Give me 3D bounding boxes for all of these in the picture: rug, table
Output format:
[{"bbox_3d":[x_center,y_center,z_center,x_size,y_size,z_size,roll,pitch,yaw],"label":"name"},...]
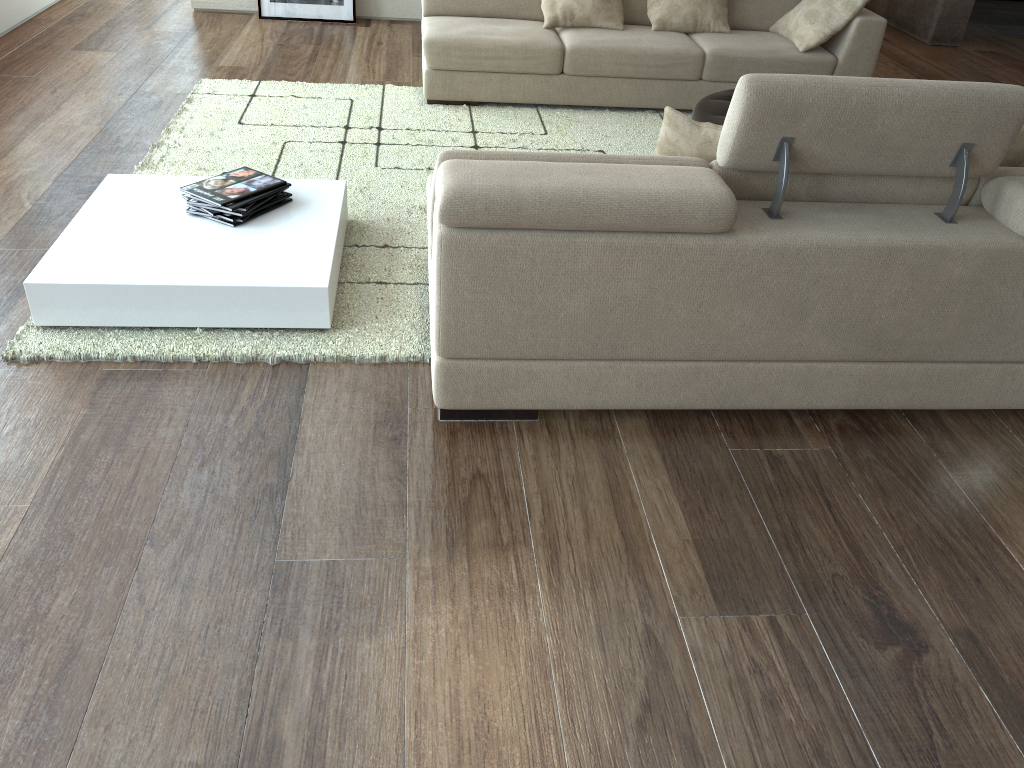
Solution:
[{"bbox_3d":[0.455,-0.904,4.099,4.231,0.020,2.972,0,34,-6],"label":"rug"},{"bbox_3d":[-1.064,-0.483,3.122,0.900,0.170,0.900,0,34,-6],"label":"table"}]

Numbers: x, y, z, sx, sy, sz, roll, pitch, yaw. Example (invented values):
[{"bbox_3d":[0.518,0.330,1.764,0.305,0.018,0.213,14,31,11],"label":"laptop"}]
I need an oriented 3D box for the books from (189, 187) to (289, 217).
[{"bbox_3d":[-0.980,-0.681,3.196,0.220,0.010,0.300,14,35,14],"label":"books"}]

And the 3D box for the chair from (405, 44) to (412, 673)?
[{"bbox_3d":[4.993,-1.091,4.517,16.134,0.952,21.556,0,34,-6],"label":"chair"}]

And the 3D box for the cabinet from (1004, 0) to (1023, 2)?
[{"bbox_3d":[7.196,-5.462,9.012,7.409,2.980,0.827,0,34,-6],"label":"cabinet"}]

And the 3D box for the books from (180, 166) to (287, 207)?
[{"bbox_3d":[-1.000,-0.713,3.190,0.220,0.010,0.300,24,38,26],"label":"books"}]

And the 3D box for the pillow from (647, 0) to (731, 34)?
[{"bbox_3d":[1.023,-2.315,5.203,0.534,0.439,0.301,-2,34,-9],"label":"pillow"}]

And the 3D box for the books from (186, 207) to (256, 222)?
[{"bbox_3d":[-1.003,-0.665,3.222,0.220,0.010,0.300,11,34,10],"label":"books"}]

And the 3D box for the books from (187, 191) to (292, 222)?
[{"bbox_3d":[-0.981,-0.665,3.207,0.220,0.010,0.300,20,37,22],"label":"books"}]

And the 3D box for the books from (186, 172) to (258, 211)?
[{"bbox_3d":[-1.001,-0.697,3.201,0.220,0.010,0.300,8,34,6],"label":"books"}]

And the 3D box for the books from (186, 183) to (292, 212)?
[{"bbox_3d":[-0.978,-0.697,3.185,0.220,0.010,0.300,20,37,22],"label":"books"}]

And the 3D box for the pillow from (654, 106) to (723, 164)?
[{"bbox_3d":[0.672,-0.654,2.697,0.519,0.416,0.368,3,34,-3],"label":"pillow"}]

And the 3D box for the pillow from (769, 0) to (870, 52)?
[{"bbox_3d":[1.799,-2.162,5.104,0.395,0.393,0.518,-2,34,-9],"label":"pillow"}]

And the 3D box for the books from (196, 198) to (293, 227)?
[{"bbox_3d":[-0.982,-0.649,3.218,0.220,0.010,0.300,20,37,22],"label":"books"}]

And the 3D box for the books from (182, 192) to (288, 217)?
[{"bbox_3d":[-1.002,-0.681,3.211,0.220,0.010,0.300,31,42,34],"label":"books"}]

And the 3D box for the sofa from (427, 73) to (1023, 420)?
[{"bbox_3d":[1.032,-0.555,2.805,2.581,0.950,1.021,0,34,-6],"label":"sofa"}]

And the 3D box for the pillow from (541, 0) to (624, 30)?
[{"bbox_3d":[0.403,-2.300,5.129,0.519,0.416,0.368,-2,34,-10],"label":"pillow"}]

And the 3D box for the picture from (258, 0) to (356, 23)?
[{"bbox_3d":[-1.478,-3.125,6.321,0.700,0.988,0.195,0,34,-6],"label":"picture"}]

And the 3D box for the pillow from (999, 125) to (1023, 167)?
[{"bbox_3d":[1.294,-0.655,2.750,0.534,0.439,0.301,2,34,-3],"label":"pillow"}]

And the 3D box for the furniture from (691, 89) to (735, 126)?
[{"bbox_3d":[1.341,-1.070,4.113,1.057,0.355,1.057,1,34,-5],"label":"furniture"}]

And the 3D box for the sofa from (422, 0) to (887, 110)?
[{"bbox_3d":[0.764,-2.200,5.235,2.581,0.950,1.021,0,34,-6],"label":"sofa"}]
